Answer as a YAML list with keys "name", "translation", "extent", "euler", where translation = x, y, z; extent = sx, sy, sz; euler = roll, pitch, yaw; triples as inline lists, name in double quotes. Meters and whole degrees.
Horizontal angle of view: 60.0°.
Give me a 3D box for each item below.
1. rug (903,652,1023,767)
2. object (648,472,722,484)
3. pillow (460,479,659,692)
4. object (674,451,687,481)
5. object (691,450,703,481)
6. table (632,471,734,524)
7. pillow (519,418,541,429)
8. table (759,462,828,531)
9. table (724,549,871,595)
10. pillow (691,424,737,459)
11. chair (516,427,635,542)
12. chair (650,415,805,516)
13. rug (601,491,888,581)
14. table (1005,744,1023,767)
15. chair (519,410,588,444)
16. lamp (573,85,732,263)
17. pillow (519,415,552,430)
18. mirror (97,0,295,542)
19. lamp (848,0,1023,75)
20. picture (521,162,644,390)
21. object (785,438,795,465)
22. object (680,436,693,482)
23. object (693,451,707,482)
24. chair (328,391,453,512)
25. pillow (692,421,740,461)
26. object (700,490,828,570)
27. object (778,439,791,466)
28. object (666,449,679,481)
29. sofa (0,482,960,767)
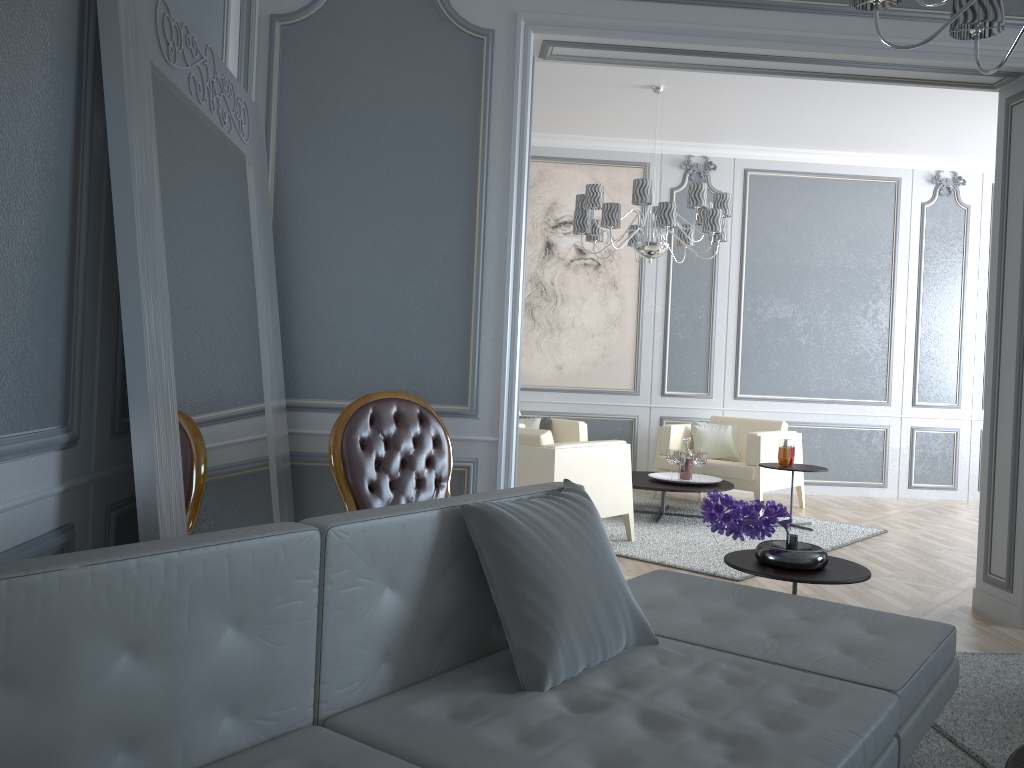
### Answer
- name: "rug"
  translation: [1.211, 0.962, 1.460]
  extent: [2.018, 0.010, 3.205]
  euler: [2, 1, -4]
- name: "object"
  translation: [1.112, 0.613, 5.705]
  extent: [0.468, 0.028, 0.468]
  euler: [3, 1, 9]
- name: "pillow"
  translation: [0.101, 0.394, 1.759]
  extent: [0.253, 0.354, 0.422]
  euler: [3, 1, 34]
- name: "object"
  translation: [1.067, 0.526, 5.641]
  extent: [0.080, 0.196, 0.080]
  euler: [3, 0, -1]
- name: "object"
  translation: [1.197, 0.529, 5.755]
  extent: [0.080, 0.196, 0.080]
  euler: [2, 0, -21]
- name: "table"
  translation: [0.983, 0.740, 5.755]
  extent: [0.882, 0.239, 0.882]
  euler: [2, 1, -6]
- name: "pillow"
  translation: [0.050, 0.362, 6.380]
  extent: [0.312, 0.245, 0.163]
  euler: [3, 1, 0]
- name: "table"
  translation: [1.747, 0.706, 5.536]
  extent: [0.414, 0.385, 0.414]
  euler: [3, 1, 44]
- name: "table"
  translation: [0.829, 0.722, 2.618]
  extent: [0.414, 0.385, 0.414]
  euler: [2, 1, -16]
- name: "pillow"
  translation: [1.471, 0.422, 6.469]
  extent: [0.312, 0.245, 0.163]
  euler: [2, 1, -10]
- name: "chair"
  translation: [0.125, 0.532, 4.841]
  extent: [0.855, 0.620, 0.737]
  euler: [3, 1, 41]
- name: "chair"
  translation: [1.567, 0.560, 6.412]
  extent: [0.855, 0.620, 0.737]
  euler: [3, 1, 41]
- name: "rug"
  translation: [0.940, 0.860, 5.454]
  extent: [2.001, 0.010, 2.000]
  euler: [4, 2, 41]
- name: "table"
  translation: [1.286, 0.852, 1.421]
  extent: [0.882, 0.239, 0.882]
  euler: [3, 1, 14]
- name: "chair"
  translation: [0.029, 0.494, 6.310]
  extent: [0.737, 0.620, 0.855]
  euler: [3, 1, 41]
- name: "lamp"
  translation: [0.898, -1.328, 5.644]
  extent: [0.976, 1.119, 0.977]
  euler: [2, 1, -16]
- name: "pillow"
  translation: [0.100, 0.363, 6.453]
  extent: [0.351, 0.276, 0.184]
  euler: [3, 1, 12]
- name: "mirror"
  translation: [-0.787, -0.038, 2.450]
  extent: [0.251, 1.792, 1.400]
  euler: [3, 1, -4]
- name: "lamp"
  translation: [1.158, -1.227, 1.682]
  extent: [0.976, 1.119, 0.977]
  euler: [2, 1, -16]
- name: "picture"
  translation: [0.406, -0.856, 6.979]
  extent: [1.199, 1.751, 0.001]
  euler: [2, 0, -4]
- name: "object"
  translation: [1.752, 0.429, 5.615]
  extent: [0.075, 0.165, 0.075]
  euler: [2, 1, -45]
- name: "object"
  translation: [1.123, 0.479, 5.715]
  extent: [0.086, 0.290, 0.086]
  euler: [3, 0, 17]
- name: "object"
  translation: [1.204, 0.531, 5.672]
  extent: [0.080, 0.196, 0.080]
  euler: [2, 0, -21]
- name: "chair"
  translation: [-0.268, 0.452, 2.897]
  extent: [0.572, 0.828, 0.575]
  euler: [2, 1, -44]
- name: "pillow"
  translation: [1.507, 0.423, 6.549]
  extent: [0.351, 0.276, 0.184]
  euler: [3, 1, 2]
- name: "object"
  translation: [0.736, 0.416, 2.550]
  extent: [0.425, 0.221, 0.206]
  euler: [2, 1, -34]
- name: "object"
  translation: [1.703, 0.429, 5.543]
  extent: [0.075, 0.165, 0.075]
  euler: [2, 0, -15]
- name: "object"
  translation: [1.037, 0.522, 5.735]
  extent: [0.080, 0.196, 0.080]
  euler: [2, 0, -21]
- name: "sofa"
  translation: [0.102, 0.574, 1.477]
  extent: [0.810, 0.668, 2.204]
  euler: [3, 1, 36]
